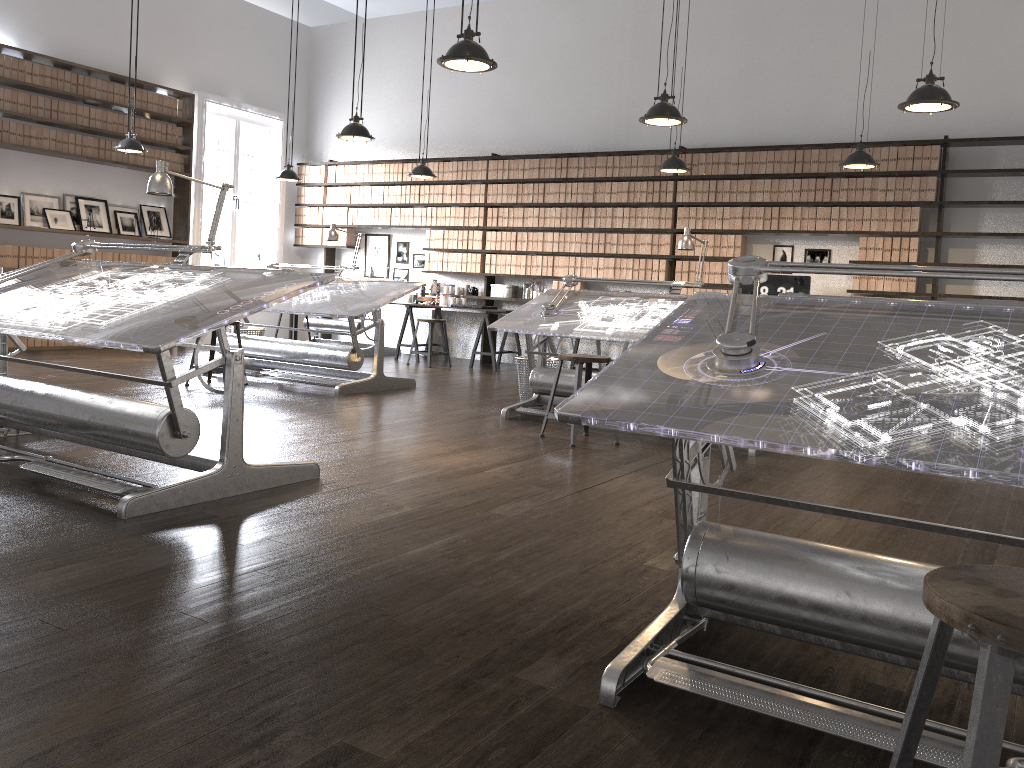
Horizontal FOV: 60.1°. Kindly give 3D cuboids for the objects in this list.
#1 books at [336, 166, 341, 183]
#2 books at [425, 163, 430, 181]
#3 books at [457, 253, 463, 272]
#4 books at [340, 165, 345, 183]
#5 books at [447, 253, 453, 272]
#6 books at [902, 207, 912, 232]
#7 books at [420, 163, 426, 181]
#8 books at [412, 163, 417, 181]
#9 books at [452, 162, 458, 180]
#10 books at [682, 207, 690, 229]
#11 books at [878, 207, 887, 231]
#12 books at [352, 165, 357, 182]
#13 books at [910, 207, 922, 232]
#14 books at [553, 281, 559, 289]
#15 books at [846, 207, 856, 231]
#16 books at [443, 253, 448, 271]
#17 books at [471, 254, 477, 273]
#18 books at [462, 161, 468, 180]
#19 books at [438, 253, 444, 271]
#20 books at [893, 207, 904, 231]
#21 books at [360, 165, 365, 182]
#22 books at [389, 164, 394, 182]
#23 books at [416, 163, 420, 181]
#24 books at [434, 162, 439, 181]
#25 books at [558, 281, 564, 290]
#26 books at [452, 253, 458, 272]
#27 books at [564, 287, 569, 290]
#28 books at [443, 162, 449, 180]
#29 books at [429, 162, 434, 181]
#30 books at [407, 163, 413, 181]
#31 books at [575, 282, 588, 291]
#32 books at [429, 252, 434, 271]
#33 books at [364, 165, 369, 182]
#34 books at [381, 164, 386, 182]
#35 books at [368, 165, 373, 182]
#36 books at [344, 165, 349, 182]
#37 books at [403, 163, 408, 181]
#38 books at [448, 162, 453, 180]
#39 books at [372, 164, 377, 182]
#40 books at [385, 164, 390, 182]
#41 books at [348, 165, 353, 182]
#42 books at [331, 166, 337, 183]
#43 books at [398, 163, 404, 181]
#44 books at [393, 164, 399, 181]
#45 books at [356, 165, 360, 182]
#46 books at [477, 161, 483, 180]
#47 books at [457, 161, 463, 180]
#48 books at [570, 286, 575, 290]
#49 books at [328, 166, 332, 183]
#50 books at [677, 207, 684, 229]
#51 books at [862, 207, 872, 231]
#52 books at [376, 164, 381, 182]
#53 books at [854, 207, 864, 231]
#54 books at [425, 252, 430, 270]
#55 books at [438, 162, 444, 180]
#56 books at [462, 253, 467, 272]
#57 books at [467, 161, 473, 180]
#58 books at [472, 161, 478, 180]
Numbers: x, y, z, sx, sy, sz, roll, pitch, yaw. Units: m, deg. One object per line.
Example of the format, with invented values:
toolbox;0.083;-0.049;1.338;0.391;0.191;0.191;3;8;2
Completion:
books;-2.233;-2.754;11.680;0.067;0.225;0.175;5;5;31
books;-0.991;-2.603;10.916;0.067;0.225;0.175;5;5;31
books;-0.585;-1.459;10.681;0.067;0.225;0.175;5;5;31
books;-2.175;-2.746;11.639;0.067;0.225;0.174;5;5;31
books;-0.702;-1.474;10.761;0.067;0.225;0.174;5;5;31
books;3.620;-1.497;8.098;0.067;0.225;0.174;5;5;31
books;-1.050;-2.609;10.946;0.067;0.225;0.175;5;5;31
books;-1.165;-2.624;11.024;0.067;0.225;0.174;5;5;31
books;-0.639;-2.559;10.694;0.067;0.225;0.175;5;5;31
books;1.834;-1.713;9.186;0.067;0.225;0.175;5;5;31
books;3.445;-1.518;8.204;0.067;0.225;0.175;5;5;31
books;-1.998;-2.724;11.528;0.067;0.225;0.175;5;5;31
books;3.678;-1.489;8.057;0.067;0.225;0.174;5;5;31
books;0.527;-1.049;10.004;0.067;0.225;0.175;5;5;31
books;3.212;-1.546;8.349;0.067;0.225;0.174;5;5;31
books;-0.762;-1.481;10.796;0.067;0.225;0.175;5;5;31
books;-0.411;-1.438;10.582;0.067;0.225;0.175;5;5;31
books;-0.521;-2.546;10.627;0.067;0.225;0.175;5;5;31
books;-0.824;-1.488;10.829;0.067;0.225;0.175;5;5;31
books;3.560;-1.504;8.135;0.067;0.225;0.175;5;5;31
books;-1.886;-2.711;11.463;0.067;0.225;0.175;5;5;31
books;-1.469;-2.661;11.208;0.067;0.225;0.175;5;5;31
books;-1.105;-2.617;10.987;0.067;0.225;0.175;5;5;31
books;-0.878;-2.589;10.842;0.067;0.225;0.175;5;5;31
books;0.587;-1.043;9.974;0.067;0.225;0.175;5;5;31
books;-0.645;-1.466;10.722;0.067;0.225;0.174;5;5;31
books;0.648;-1.036;9.937;0.067;0.225;0.174;5;5;31
books;-0.756;-2.575;10.774;0.067;0.225;0.174;5;5;31
books;-0.939;-2.596;10.882;0.067;0.225;0.175;5;5;31
books;-1.227;-2.631;11.057;0.067;0.225;0.174;5;5;31
books;0.769;-1.021;9.863;0.067;0.225;0.175;5;5;31
books;-0.937;-1.502;10.903;0.067;0.225;0.175;5;5;31
books;-1.825;-2.704;11.424;0.067;0.225;0.175;5;5;31
books;-1.586;-2.674;11.275;0.067;0.225;0.175;5;5;31
books;-1.764;-2.697;11.390;0.067;0.225;0.175;5;5;31
books;-2.112;-2.739;11.605;0.067;0.225;0.174;5;5;31
books;-1.285;-2.639;11.098;0.067;0.225;0.175;5;5;31
books;-0.699;-2.567;10.734;0.067;0.225;0.174;5;5;31
books;-1.703;-2.690;11.355;0.067;0.225;0.174;5;5;31
books;-1.525;-2.667;11.237;0.067;0.225;0.175;5;5;31
books;-2.052;-2.732;11.568;0.067;0.225;0.175;5;5;31
books;-2.299;-2.761;11.714;0.067;0.225;0.175;5;5;31
books;-1.352;-2.646;11.133;0.067;0.225;0.175;5;5;31
books;-1.412;-2.654;11.176;0.067;0.225;0.175;5;5;31
books;-1.939;-2.718;11.497;0.067;0.225;0.175;5;5;31
books;-0.340;-2.524;10.514;0.067;0.225;0.174;5;5;31
books;-0.577;-2.552;10.656;0.067;0.225;0.175;5;5;31
books;0.706;-1.028;9.896;0.067;0.225;0.174;5;5;31
books;-2.359;-2.769;11.757;0.067;0.225;0.175;5;5;31
books;1.783;-1.720;9.223;0.067;0.225;0.175;5;5;31
books;3.328;-1.532;8.271;0.067;0.225;0.175;5;5;31
books;-1.646;-2.682;11.316;0.067;0.225;0.174;5;5;31
books;3.270;-1.539;8.311;0.067;0.225;0.175;5;5;31
books;-0.997;-1.509;10.934;0.067;0.225;0.175;5;5;31
books;-0.816;-2.582;10.809;0.067;0.225;0.175;5;5;31
books;-0.524;-1.451;10.643;0.067;0.225;0.175;5;5;31
books;-0.457;-2.538;10.589;0.067;0.225;0.175;5;5;31
books;-0.397;-2.531;10.554;0.067;0.225;0.174;5;5;31
